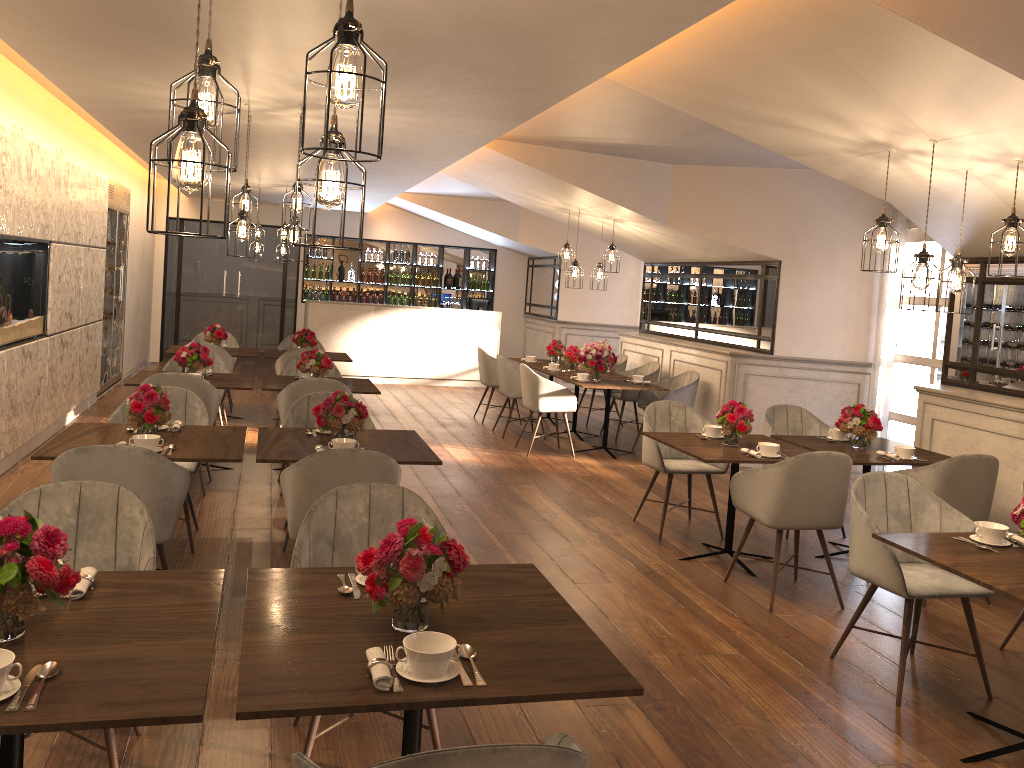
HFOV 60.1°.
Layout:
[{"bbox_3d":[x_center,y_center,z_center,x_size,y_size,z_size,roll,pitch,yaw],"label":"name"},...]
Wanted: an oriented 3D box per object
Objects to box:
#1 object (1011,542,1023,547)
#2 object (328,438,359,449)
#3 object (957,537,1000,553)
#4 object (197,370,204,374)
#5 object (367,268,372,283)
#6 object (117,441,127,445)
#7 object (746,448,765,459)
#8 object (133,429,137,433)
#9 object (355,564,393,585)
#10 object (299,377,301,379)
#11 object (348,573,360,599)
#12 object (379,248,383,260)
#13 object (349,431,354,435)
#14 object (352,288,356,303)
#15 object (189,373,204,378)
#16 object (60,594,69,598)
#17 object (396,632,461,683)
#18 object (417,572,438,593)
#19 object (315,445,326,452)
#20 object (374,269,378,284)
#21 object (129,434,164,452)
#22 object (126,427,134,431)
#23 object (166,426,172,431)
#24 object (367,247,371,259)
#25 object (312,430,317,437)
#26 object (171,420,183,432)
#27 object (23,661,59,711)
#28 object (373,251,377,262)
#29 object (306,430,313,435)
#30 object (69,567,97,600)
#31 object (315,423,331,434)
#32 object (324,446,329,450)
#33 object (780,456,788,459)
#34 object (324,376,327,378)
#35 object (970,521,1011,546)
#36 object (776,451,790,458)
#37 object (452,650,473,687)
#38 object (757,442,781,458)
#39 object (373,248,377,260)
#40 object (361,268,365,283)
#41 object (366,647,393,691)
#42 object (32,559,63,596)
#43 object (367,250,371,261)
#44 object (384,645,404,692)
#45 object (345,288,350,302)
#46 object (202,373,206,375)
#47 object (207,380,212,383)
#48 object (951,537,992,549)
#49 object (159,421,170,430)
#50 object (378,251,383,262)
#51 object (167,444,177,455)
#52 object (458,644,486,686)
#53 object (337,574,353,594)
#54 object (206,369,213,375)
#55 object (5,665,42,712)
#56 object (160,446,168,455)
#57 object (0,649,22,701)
[{"bbox_3d":[2.002,0.631,3.572,0.025,0.024,0.193,3,6,-16],"label":"object"},{"bbox_3d":[-0.840,0.317,4.418,0.148,0.072,0.149,-1,7,-38],"label":"object"},{"bbox_3d":[1.854,0.638,3.514,0.022,0.004,0.212,2,7,-16],"label":"object"},{"bbox_3d":[-2.592,-0.116,7.229,0.148,0.072,0.148,7,6,27],"label":"object"},{"bbox_3d":[-2.431,-1.851,15.113,0.065,0.261,0.066,2,4,-37],"label":"object"},{"bbox_3d":[-1.835,0.296,4.145,0.056,0.039,0.176,2,6,-15],"label":"object"},{"bbox_3d":[1.430,0.410,5.206,0.025,0.024,0.193,3,6,-16],"label":"object"},{"bbox_3d":[-1.989,0.241,4.707,0.022,0.004,0.212,2,7,-16],"label":"object"},{"bbox_3d":[-0.385,0.550,2.608,0.148,0.072,0.149,-1,7,-38],"label":"object"},{"bbox_3d":[-1.778,-0.048,7.428,0.022,0.004,0.212,2,7,-16],"label":"object"},{"bbox_3d":[-0.455,0.585,2.564,0.022,0.004,0.212,2,7,-16],"label":"object"},{"bbox_3d":[-2.236,-2.209,15.108,0.069,0.208,0.040,3,3,-16],"label":"object"},{"bbox_3d":[-0.925,0.261,5.026,0.056,0.039,0.176,2,6,-15],"label":"object"},{"bbox_3d":[-2.683,-1.499,15.070,0.065,0.261,0.066,2,4,-37],"label":"object"},{"bbox_3d":[-2.398,-0.039,6.652,0.148,0.072,0.148,7,6,27],"label":"object"},{"bbox_3d":[-1.192,0.544,2.378,0.025,0.024,0.193,3,6,-16],"label":"object"},{"bbox_3d":[-0.191,0.628,2.032,0.148,0.072,0.149,-1,7,-38],"label":"object"},{"bbox_3d":[-0.230,0.489,2.214,0.078,0.052,0.049,8,6,40],"label":"object"},{"bbox_3d":[-0.951,0.330,4.389,0.056,0.039,0.176,2,6,-15],"label":"object"},{"bbox_3d":[-2.324,-1.847,15.143,0.065,0.261,0.066,2,4,-37],"label":"object"},{"bbox_3d":[-1.724,0.284,4.174,0.148,0.072,0.149,-1,7,-38],"label":"object"},{"bbox_3d":[-2.024,0.233,4.704,0.043,0.015,0.198,2,7,-19],"label":"object"},{"bbox_3d":[-1.841,0.234,4.764,0.025,0.024,0.193,3,6,-16],"label":"object"},{"bbox_3d":[-2.430,-2.217,15.055,0.069,0.208,0.040,3,3,-16],"label":"object"},{"bbox_3d":[-1.104,0.274,4.951,0.022,0.004,0.212,2,7,-16],"label":"object"},{"bbox_3d":[-1.810,0.227,4.782,0.056,0.039,0.176,2,6,-15],"label":"object"},{"bbox_3d":[-0.981,0.624,1.836,0.043,0.015,0.198,3,6,-12],"label":"object"},{"bbox_3d":[-2.335,-2.177,15.084,0.070,0.189,0.041,3,3,-16],"label":"object"},{"bbox_3d":[-1.140,0.267,4.948,0.043,0.015,0.198,2,7,-19],"label":"object"},{"bbox_3d":[-1.161,0.537,2.396,0.056,0.039,0.176,2,6,-15],"label":"object"},{"bbox_3d":[-1.034,0.240,4.995,0.148,0.072,0.149,-1,7,-38],"label":"object"},{"bbox_3d":[-0.920,0.337,4.408,0.025,0.024,0.193,3,6,-16],"label":"object"},{"bbox_3d":[1.577,0.424,5.265,0.022,0.004,0.212,2,7,-16],"label":"object"},{"bbox_3d":[-1.599,-0.062,7.504,0.056,0.039,0.176,2,6,-15],"label":"object"},{"bbox_3d":[1.925,0.603,3.559,0.149,0.072,0.148,9,8,42],"label":"object"},{"bbox_3d":[1.613,0.420,5.267,0.043,0.015,0.198,2,7,-19],"label":"object"},{"bbox_3d":[-0.125,0.662,2.080,0.022,0.004,0.212,2,7,-16],"label":"object"},{"bbox_3d":[1.511,0.390,5.217,0.149,0.072,0.148,9,8,42],"label":"object"},{"bbox_3d":[-2.333,-2.213,15.082,0.069,0.208,0.040,3,3,-16],"label":"object"},{"bbox_3d":[-2.537,-1.855,15.084,0.065,0.261,0.066,2,4,-37],"label":"object"},{"bbox_3d":[-0.302,0.640,2.002,0.056,0.039,0.176,2,6,-15],"label":"object"},{"bbox_3d":[-1.269,0.516,2.364,0.148,0.072,0.149,-1,7,-38],"label":"object"},{"bbox_3d":[-2.432,-2.181,15.057,0.070,0.189,0.041,3,3,-16],"label":"object"},{"bbox_3d":[-0.271,0.647,2.021,0.025,0.024,0.193,3,6,-16],"label":"object"},{"bbox_3d":[-2.790,-1.503,15.040,0.065,0.261,0.066,2,4,-37],"label":"object"},{"bbox_3d":[-2.515,-0.089,7.242,0.025,0.024,0.193,3,6,-16],"label":"object"},{"bbox_3d":[-2.296,-0.008,6.702,0.043,0.015,0.198,2,7,-19],"label":"object"},{"bbox_3d":[1.826,0.630,3.514,0.043,0.015,0.198,3,6,-12],"label":"object"},{"bbox_3d":[-1.918,0.206,4.751,0.148,0.072,0.149,-1,7,-38],"label":"object"},{"bbox_3d":[-2.239,-2.173,15.110,0.070,0.189,0.041,3,3,-16],"label":"object"},{"bbox_3d":[-1.630,0.314,4.223,0.043,0.015,0.198,3,6,-12],"label":"object"},{"bbox_3d":[-0.089,0.658,2.082,0.043,0.015,0.198,2,7,-19],"label":"object"},{"bbox_3d":[-0.491,0.577,2.561,0.043,0.015,0.198,2,7,-19],"label":"object"},{"bbox_3d":[-2.484,-0.095,7.260,0.056,0.039,0.176,2,6,-15],"label":"object"},{"bbox_3d":[-1.010,0.628,1.836,0.022,0.004,0.212,2,7,-16],"label":"object"},{"bbox_3d":[-1.659,0.317,4.222,0.022,0.004,0.212,2,7,-16],"label":"object"},{"bbox_3d":[-1.075,0.594,1.788,0.148,0.072,0.149,-1,7,-38],"label":"object"}]
